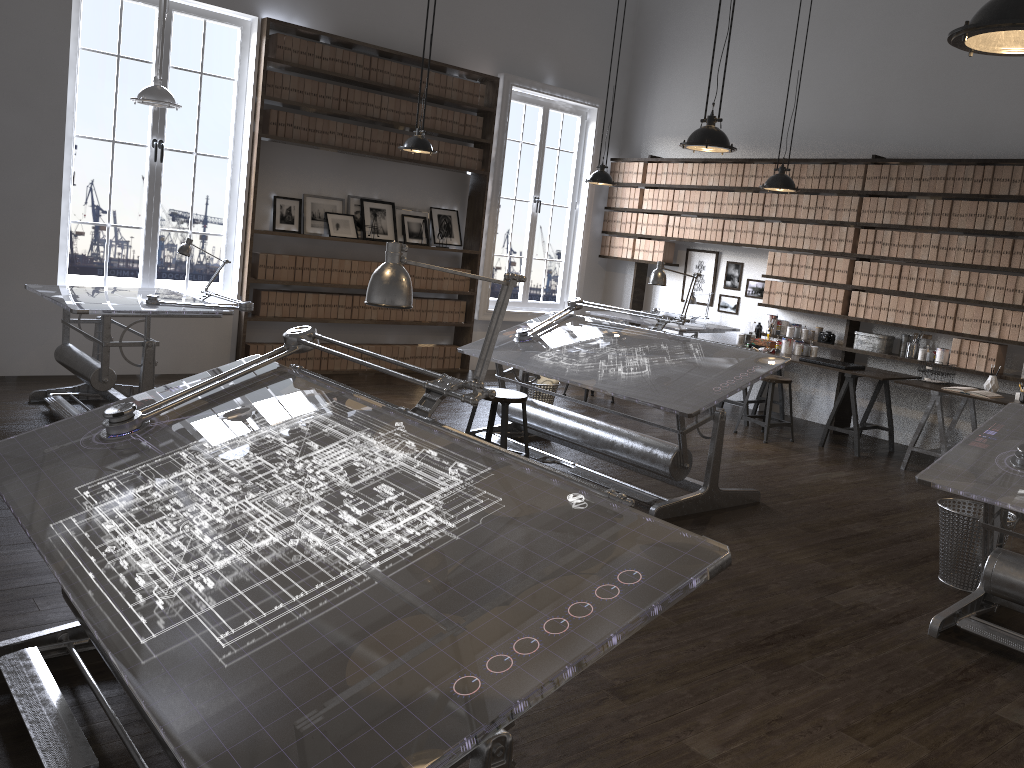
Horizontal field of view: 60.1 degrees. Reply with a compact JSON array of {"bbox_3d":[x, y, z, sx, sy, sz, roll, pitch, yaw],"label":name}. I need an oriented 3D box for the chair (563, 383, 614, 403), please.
[{"bbox_3d":[0.750,-0.105,8.324,0.358,0.525,0.374,2,9,-32],"label":"chair"}]

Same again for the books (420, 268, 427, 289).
[{"bbox_3d":[-0.928,-1.069,8.832,0.066,0.224,0.175,1,9,-40],"label":"books"}]

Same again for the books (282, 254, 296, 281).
[{"bbox_3d":[-2.013,-1.040,7.922,0.066,0.224,0.176,1,9,-40],"label":"books"}]

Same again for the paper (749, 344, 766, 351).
[{"bbox_3d":[2.229,-0.337,8.105,0.156,0.038,0.138,13,11,34],"label":"paper"}]

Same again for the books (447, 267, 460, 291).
[{"bbox_3d":[-0.617,-1.077,9.091,0.066,0.224,0.176,1,9,-40],"label":"books"}]

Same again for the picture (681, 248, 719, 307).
[{"bbox_3d":[1.976,-1.126,9.328,0.040,0.571,0.418,1,9,-40],"label":"picture"}]

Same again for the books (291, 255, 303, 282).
[{"bbox_3d":[-1.953,-1.041,7.966,0.067,0.224,0.176,1,9,-40],"label":"books"}]

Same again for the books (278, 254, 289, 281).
[{"bbox_3d":[-2.062,-1.038,7.879,0.066,0.224,0.176,1,9,-40],"label":"books"}]

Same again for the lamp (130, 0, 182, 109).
[{"bbox_3d":[-2.166,-2.902,5.575,0.312,2.239,0.313,10,7,29],"label":"lamp"}]

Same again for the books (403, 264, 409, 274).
[{"bbox_3d":[-1.091,-1.063,8.689,0.067,0.224,0.176,1,9,-40],"label":"books"}]

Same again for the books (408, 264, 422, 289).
[{"bbox_3d":[-0.979,-1.066,8.783,0.066,0.224,0.175,1,9,-40],"label":"books"}]

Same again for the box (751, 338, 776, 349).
[{"bbox_3d":[2.340,-0.368,8.212,0.137,0.083,0.213,-1,11,-40],"label":"box"}]

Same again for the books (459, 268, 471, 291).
[{"bbox_3d":[-0.511,-1.078,9.174,0.067,0.224,0.176,1,9,-40],"label":"books"}]

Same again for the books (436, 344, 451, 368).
[{"bbox_3d":[-0.721,-0.286,9.162,0.067,0.224,0.176,1,9,-40],"label":"books"}]

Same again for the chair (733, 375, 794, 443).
[{"bbox_3d":[2.145,0.199,7.419,0.358,0.525,0.374,2,9,-32],"label":"chair"}]

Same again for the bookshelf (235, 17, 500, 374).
[{"bbox_3d":[-1.403,-1.258,8.446,2.473,3.702,0.415,0,9,-40],"label":"bookshelf"}]

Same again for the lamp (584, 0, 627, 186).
[{"bbox_3d":[0.952,-2.985,8.189,0.312,2.239,0.313,10,7,29],"label":"lamp"}]

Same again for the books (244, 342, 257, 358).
[{"bbox_3d":[-2.326,-0.245,7.824,0.066,0.224,0.175,1,9,-40],"label":"books"}]

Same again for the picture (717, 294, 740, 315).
[{"bbox_3d":[2.215,-0.814,9.051,0.023,0.182,0.253,1,10,-40],"label":"picture"}]

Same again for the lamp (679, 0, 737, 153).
[{"bbox_3d":[1.189,-2.385,4.701,0.312,2.239,0.313,4,7,-20],"label":"lamp"}]

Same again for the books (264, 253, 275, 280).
[{"bbox_3d":[-2.163,-1.035,7.788,0.066,0.224,0.176,1,9,-40],"label":"books"}]

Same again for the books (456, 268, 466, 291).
[{"bbox_3d":[-0.565,-1.079,9.137,0.066,0.224,0.175,1,9,-40],"label":"books"}]

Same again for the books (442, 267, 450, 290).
[{"bbox_3d":[-0.721,-1.074,9.002,0.066,0.224,0.176,1,9,-40],"label":"books"}]

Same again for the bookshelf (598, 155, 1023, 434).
[{"bbox_3d":[3.985,-0.128,6.802,0.373,3.188,9.239,1,10,-40],"label":"bookshelf"}]

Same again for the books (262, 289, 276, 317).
[{"bbox_3d":[-2.167,-0.719,7.851,0.066,0.224,0.176,1,9,-40],"label":"books"}]

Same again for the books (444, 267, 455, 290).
[{"bbox_3d":[-0.668,-1.075,9.043,0.067,0.224,0.176,1,9,-40],"label":"books"}]

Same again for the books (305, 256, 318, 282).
[{"bbox_3d":[-1.842,-1.044,8.060,0.066,0.224,0.175,1,9,-40],"label":"books"}]

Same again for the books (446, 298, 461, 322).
[{"bbox_3d":[-0.619,-0.761,9.156,0.066,0.224,0.175,1,9,-40],"label":"books"}]

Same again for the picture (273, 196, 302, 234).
[{"bbox_3d":[-2.014,-1.516,7.941,0.267,0.313,0.058,0,9,-40],"label":"picture"}]

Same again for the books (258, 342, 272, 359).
[{"bbox_3d":[-2.215,-0.246,7.910,0.067,0.224,0.176,1,9,-40],"label":"books"}]

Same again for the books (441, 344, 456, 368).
[{"bbox_3d":[-0.668,-0.288,9.213,0.066,0.224,0.176,1,9,-40],"label":"books"}]

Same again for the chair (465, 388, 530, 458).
[{"bbox_3d":[-0.090,0.311,5.223,0.360,0.525,0.372,10,8,28],"label":"chair"}]

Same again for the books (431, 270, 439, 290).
[{"bbox_3d":[-0.818,-1.070,8.916,0.067,0.224,0.176,1,9,-40],"label":"books"}]

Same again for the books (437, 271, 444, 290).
[{"bbox_3d":[-0.770,-1.073,8.963,0.066,0.224,0.176,1,9,-40],"label":"books"}]

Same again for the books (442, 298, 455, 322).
[{"bbox_3d":[-0.673,-0.760,9.110,0.066,0.224,0.176,1,9,-40],"label":"books"}]

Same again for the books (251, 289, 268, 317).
[{"bbox_3d":[-2.222,-0.718,7.804,0.067,0.224,0.176,1,9,-40],"label":"books"}]

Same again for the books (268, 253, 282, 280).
[{"bbox_3d":[-2.108,-1.036,7.835,0.067,0.224,0.176,1,9,-40],"label":"books"}]

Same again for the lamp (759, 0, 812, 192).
[{"bbox_3d":[2.188,-2.605,6.715,0.312,2.239,0.313,10,7,29],"label":"lamp"}]

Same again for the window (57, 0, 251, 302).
[{"bbox_3d":[-2.871,-1.857,7.147,1.482,2.483,0.154,0,9,-40],"label":"window"}]

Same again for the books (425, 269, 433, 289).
[{"bbox_3d":[-0.873,-1.070,8.877,0.066,0.224,0.176,1,9,-40],"label":"books"}]

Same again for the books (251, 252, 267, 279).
[{"bbox_3d":[-2.221,-1.034,7.744,0.066,0.224,0.175,1,9,-40],"label":"books"}]

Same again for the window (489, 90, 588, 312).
[{"bbox_3d":[0.244,-1.922,9.602,1.244,2.296,0.154,0,9,-40],"label":"window"}]

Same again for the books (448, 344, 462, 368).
[{"bbox_3d":[-0.608,-0.289,9.260,0.066,0.224,0.176,1,9,-40],"label":"books"}]

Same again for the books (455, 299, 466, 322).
[{"bbox_3d":[-0.562,-0.762,9.198,0.066,0.224,0.175,1,9,-40],"label":"books"}]

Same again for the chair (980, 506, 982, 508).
[{"bbox_3d":[3.341,0.585,5.877,0.373,0.525,0.359,9,8,23],"label":"chair"}]

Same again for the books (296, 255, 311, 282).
[{"bbox_3d":[-1.899,-1.043,8.018,0.066,0.224,0.176,1,9,-40],"label":"books"}]

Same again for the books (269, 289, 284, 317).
[{"bbox_3d":[-2.113,-0.721,7.900,0.066,0.224,0.175,1,9,-40],"label":"books"}]

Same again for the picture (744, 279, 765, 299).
[{"bbox_3d":[2.431,-0.943,8.796,0.023,0.182,0.253,1,10,-40],"label":"picture"}]

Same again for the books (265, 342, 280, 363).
[{"bbox_3d":[-2.161,-0.248,7.958,0.066,0.224,0.176,1,9,-40],"label":"books"}]

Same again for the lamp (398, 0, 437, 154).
[{"bbox_3d":[-0.624,-2.944,6.873,0.312,2.239,0.313,10,7,29],"label":"lamp"}]

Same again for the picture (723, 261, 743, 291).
[{"bbox_3d":[2.255,-1.101,9.012,0.022,0.283,0.202,1,9,-41],"label":"picture"}]

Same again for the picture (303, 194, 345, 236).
[{"bbox_3d":[-1.727,-1.543,8.152,0.415,0.363,0.083,0,9,-40],"label":"picture"}]

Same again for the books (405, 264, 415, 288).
[{"bbox_3d":[-1.037,-1.066,8.741,0.066,0.224,0.176,1,9,-40],"label":"books"}]

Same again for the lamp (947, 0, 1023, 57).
[{"bbox_3d":[1.338,-1.919,2.004,0.312,2.252,0.313,5,7,-16],"label":"lamp"}]

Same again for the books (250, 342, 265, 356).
[{"bbox_3d":[-2.271,-0.246,7.868,0.066,0.224,0.176,1,9,-40],"label":"books"}]
